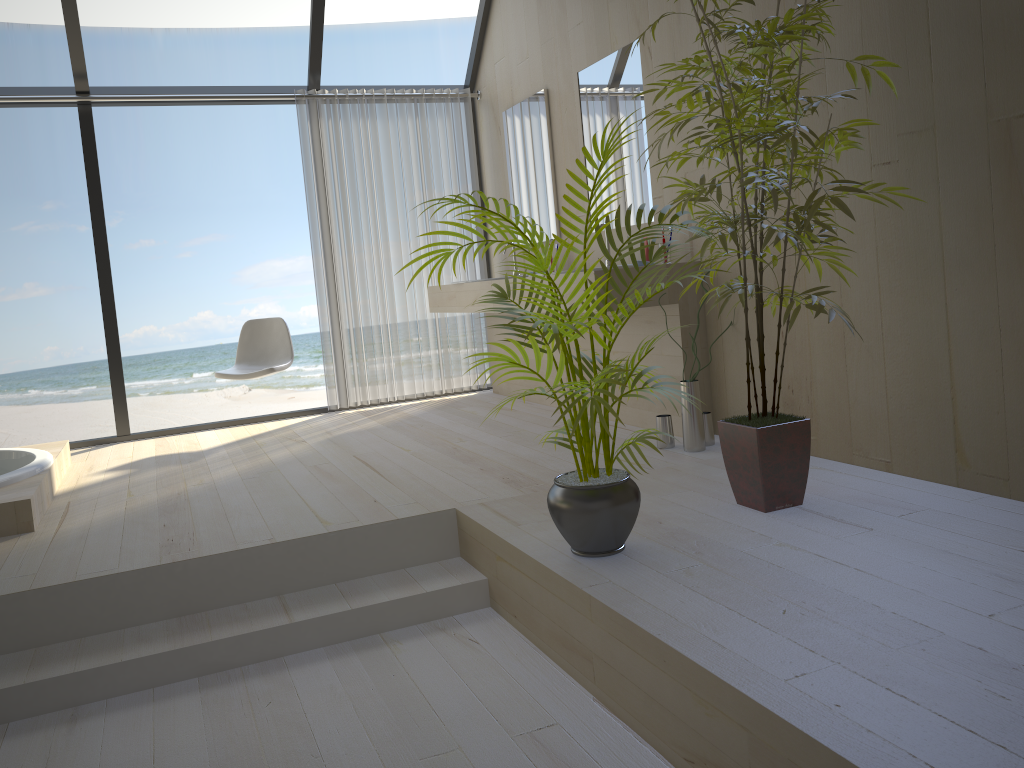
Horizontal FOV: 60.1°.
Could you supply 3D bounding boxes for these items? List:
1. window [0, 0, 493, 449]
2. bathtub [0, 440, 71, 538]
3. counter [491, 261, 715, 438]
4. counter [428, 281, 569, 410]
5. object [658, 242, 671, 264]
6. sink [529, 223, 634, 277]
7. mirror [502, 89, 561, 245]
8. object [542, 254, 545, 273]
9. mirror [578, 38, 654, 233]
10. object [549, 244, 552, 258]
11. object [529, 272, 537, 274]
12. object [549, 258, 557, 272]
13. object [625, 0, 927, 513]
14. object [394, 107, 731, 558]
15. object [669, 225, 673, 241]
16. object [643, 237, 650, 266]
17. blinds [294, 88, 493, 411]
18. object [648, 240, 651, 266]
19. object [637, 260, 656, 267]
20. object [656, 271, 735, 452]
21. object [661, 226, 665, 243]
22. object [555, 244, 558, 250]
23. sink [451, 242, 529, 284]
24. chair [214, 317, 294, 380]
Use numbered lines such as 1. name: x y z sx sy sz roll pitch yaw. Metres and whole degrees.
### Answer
1. window: -2.204 -1.045 5.136 4.572 2.803 0.746 -8 4 -22
2. bathtub: -2.933 0.553 3.717 1.826 0.696 1.651 -8 7 -22
3. counter: 0.405 -0.162 4.378 0.552 0.787 1.208 -7 6 -22
4. counter: -0.050 -0.252 5.495 0.552 0.787 1.208 -7 6 -22
5. object: 0.691 -0.586 3.984 0.058 0.100 0.059 -6 4 -11
6. sink: 0.336 -0.564 4.305 0.505 0.418 0.575 -7 6 -18
7. mirror: 0.111 -1.302 5.448 0.023 0.865 0.654 -7 5 -22
8. object: 0.183 -0.710 5.275 0.039 0.134 0.039 -3 4 27
9. mirror: 0.528 -1.228 4.499 0.023 0.865 0.654 -7 5 -22
10. object: 0.223 -0.714 5.070 0.012 0.177 0.050 -4 4 17
11. object: 0.146 -0.635 5.088 0.104 0.029 0.033 -3 6 18
12. object: 0.236 -0.676 5.101 0.058 0.100 0.058 -6 4 -15
13. object: 0.785 -0.495 2.718 0.786 1.750 0.939 -5 4 3
14. object: 0.138 -0.110 2.417 0.915 1.153 0.755 -4 4 12
15. object: 0.703 -0.628 3.980 0.054 0.174 0.012 -5 3 3
16. object: 0.613 -0.604 4.048 0.039 0.134 0.039 -4 4 20
17. blinds: -0.754 -0.931 5.939 1.185 2.063 0.084 -7 4 -22
18. object: 0.639 -0.620 4.158 0.039 0.134 0.039 -4 4 20
19. object: 0.602 -0.545 3.971 0.104 0.029 0.033 -3 6 18
20. object: 0.791 -0.105 3.739 0.408 0.746 0.274 -8 5 -34
21. object: 0.679 -0.624 3.953 0.012 0.177 0.050 -4 4 17
22. object: 0.248 -0.718 5.097 0.054 0.174 0.012 -5 3 3
23. sink: -0.120 -0.654 5.421 0.505 0.418 0.575 -7 6 -18
24. chair: -1.525 -0.209 5.260 0.369 0.346 0.456 -5 6 7
